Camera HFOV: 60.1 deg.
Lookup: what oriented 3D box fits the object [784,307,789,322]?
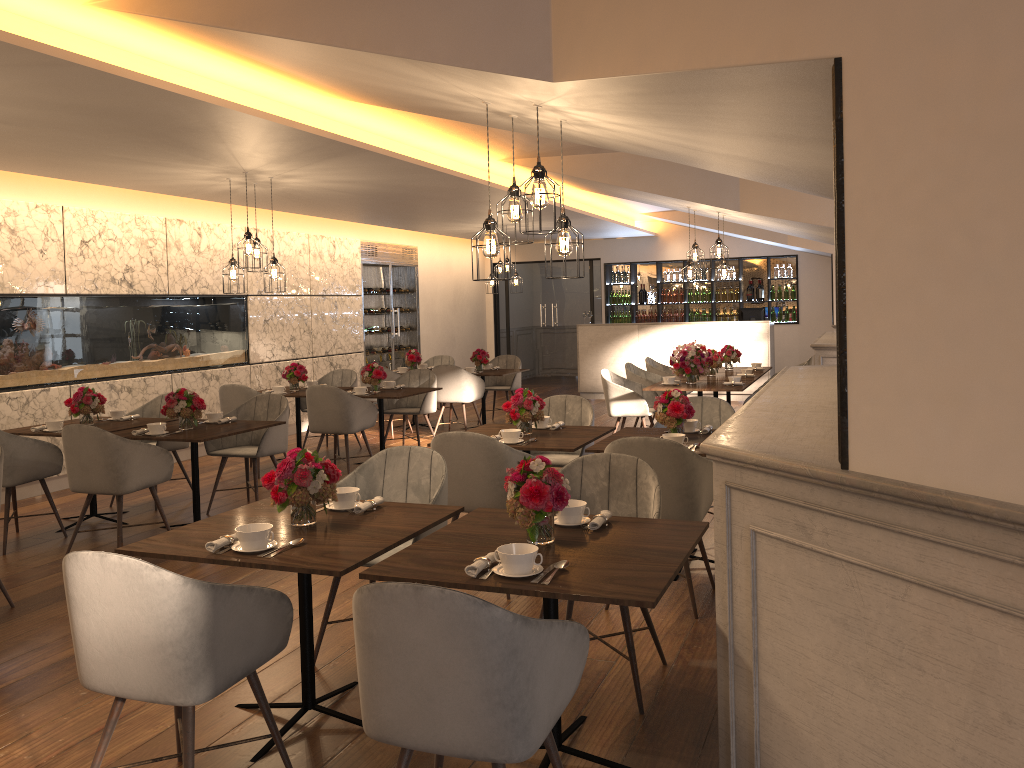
[{"bbox_3d":[4.574,-1.164,14.753,0.065,0.261,0.066,-2,2,0],"label":"object"}]

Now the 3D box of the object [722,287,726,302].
[{"bbox_3d":[3.614,-1.533,15.120,0.065,0.261,0.066,-2,2,0],"label":"object"}]

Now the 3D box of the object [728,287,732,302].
[{"bbox_3d":[3.716,-1.532,15.079,0.065,0.261,0.066,-2,2,0],"label":"object"}]

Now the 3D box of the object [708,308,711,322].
[{"bbox_3d":[3.397,-1.173,15.220,0.065,0.261,0.066,-2,2,0],"label":"object"}]

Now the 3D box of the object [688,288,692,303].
[{"bbox_3d":[3.079,-1.537,15.332,0.065,0.261,0.066,-2,2,0],"label":"object"}]

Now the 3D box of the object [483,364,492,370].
[{"bbox_3d":[-0.308,-0.217,11.187,0.148,0.072,0.148,3,6,44],"label":"object"}]

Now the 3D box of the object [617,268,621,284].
[{"bbox_3d":[1.899,-1.936,15.750,0.075,0.309,0.075,-2,2,-25],"label":"object"}]

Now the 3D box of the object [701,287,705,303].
[{"bbox_3d":[3.284,-1.536,15.250,0.065,0.263,0.066,-2,2,0],"label":"object"}]

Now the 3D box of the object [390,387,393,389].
[{"bbox_3d":[-1.157,0.036,8.828,0.025,0.024,0.193,0,5,22],"label":"object"}]

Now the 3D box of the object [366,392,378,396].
[{"bbox_3d":[-1.306,0.094,8.264,0.043,0.015,0.198,0,5,18],"label":"object"}]

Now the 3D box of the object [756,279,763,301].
[{"bbox_3d":[4.156,-1.577,14.875,0.104,0.358,0.104,-3,3,-41],"label":"object"}]

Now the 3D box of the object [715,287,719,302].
[{"bbox_3d":[3.511,-1.534,15.160,0.065,0.261,0.066,-2,2,0],"label":"object"}]

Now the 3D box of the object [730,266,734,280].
[{"bbox_3d":[3.728,-1.886,15.027,0.070,0.235,0.041,-1,2,21],"label":"object"}]

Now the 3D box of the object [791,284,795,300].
[{"bbox_3d":[4.667,-1.525,14.702,0.065,0.261,0.066,-2,2,0],"label":"object"}]

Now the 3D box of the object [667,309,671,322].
[{"bbox_3d":[2.743,-1.177,15.480,0.065,0.261,0.066,-2,2,0],"label":"object"}]

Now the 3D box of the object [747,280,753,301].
[{"bbox_3d":[4.011,-1.576,14.936,0.104,0.359,0.104,-2,2,-16],"label":"object"}]

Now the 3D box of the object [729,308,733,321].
[{"bbox_3d":[3.726,-1.170,15.089,0.065,0.261,0.066,-2,2,0],"label":"object"}]

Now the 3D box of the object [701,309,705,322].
[{"bbox_3d":[3.294,-1.173,15.261,0.065,0.261,0.066,-2,2,0],"label":"object"}]

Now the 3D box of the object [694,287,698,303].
[{"bbox_3d":[3.182,-1.537,15.291,0.065,0.263,0.066,-2,2,0],"label":"object"}]

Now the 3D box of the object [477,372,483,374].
[{"bbox_3d":[-0.386,-0.134,10.585,0.043,0.015,0.198,0,5,18],"label":"object"}]

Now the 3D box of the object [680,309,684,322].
[{"bbox_3d":[2.948,-1.176,15.398,0.065,0.261,0.066,-2,2,0],"label":"object"}]

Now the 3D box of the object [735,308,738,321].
[{"bbox_3d":[3.829,-1.170,15.049,0.065,0.261,0.066,-2,2,0],"label":"object"}]

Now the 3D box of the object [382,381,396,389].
[{"bbox_3d":[-1.228,0.010,8.866,0.148,0.072,0.148,-4,5,-26],"label":"object"}]

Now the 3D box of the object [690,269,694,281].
[{"bbox_3d":[3.100,-1.928,15.274,0.075,0.309,0.075,-3,2,-36],"label":"object"}]

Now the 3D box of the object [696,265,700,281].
[{"bbox_3d":[3.197,-1.927,15.235,0.075,0.309,0.075,0,2,32],"label":"object"}]

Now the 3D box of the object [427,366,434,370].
[{"bbox_3d":[-1.056,-0.206,11.484,0.056,0.039,0.176,0,5,22],"label":"object"}]

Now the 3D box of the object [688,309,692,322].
[{"bbox_3d":[3.089,-1.175,15.342,0.065,0.261,0.066,-2,2,0],"label":"object"}]

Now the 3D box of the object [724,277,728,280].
[{"bbox_3d":[3.635,-1.886,15.064,0.070,0.235,0.041,-1,2,21],"label":"object"}]

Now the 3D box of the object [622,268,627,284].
[{"bbox_3d":[1.996,-1.936,15.712,0.075,0.309,0.075,-2,2,-21],"label":"object"}]

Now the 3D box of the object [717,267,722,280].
[{"bbox_3d":[3.541,-1.887,15.101,0.070,0.235,0.041,-1,2,21],"label":"object"}]

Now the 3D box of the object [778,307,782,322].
[{"bbox_3d":[4.472,-1.165,14.794,0.065,0.261,0.066,-2,2,0],"label":"object"}]

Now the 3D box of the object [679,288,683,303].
[{"bbox_3d":[2.938,-1.538,15.388,0.065,0.261,0.066,-2,2,0],"label":"object"}]

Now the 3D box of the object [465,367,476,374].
[{"bbox_3d":[-0.499,-0.162,10.608,0.148,0.072,0.148,-4,5,-26],"label":"object"}]

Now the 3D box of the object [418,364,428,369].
[{"bbox_3d":[-1.162,-0.223,11.526,0.148,0.072,0.148,3,6,44],"label":"object"}]

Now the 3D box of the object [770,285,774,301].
[{"bbox_3d":[4.359,-1.529,14.824,0.065,0.263,0.066,-2,2,0],"label":"object"}]

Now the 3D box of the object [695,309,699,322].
[{"bbox_3d":[3.192,-1.174,15.302,0.065,0.261,0.066,-2,2,0],"label":"object"}]

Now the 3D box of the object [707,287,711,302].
[{"bbox_3d":[3.387,-1.535,15.209,0.065,0.263,0.066,-2,2,0],"label":"object"}]

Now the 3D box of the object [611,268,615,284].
[{"bbox_3d":[1.802,-1.937,15.789,0.075,0.309,0.075,-3,3,-43],"label":"object"}]

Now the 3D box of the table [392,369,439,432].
[{"bbox_3d":[-1.242,0.202,11.236,0.896,0.719,0.899,0,4,22],"label":"table"}]

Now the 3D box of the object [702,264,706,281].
[{"bbox_3d":[3.294,-1.927,15.197,0.075,0.309,0.075,0,2,32],"label":"object"}]

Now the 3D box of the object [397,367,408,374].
[{"bbox_3d":[-1.353,-0.168,10.947,0.148,0.072,0.148,-4,5,-26],"label":"object"}]

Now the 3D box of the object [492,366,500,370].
[{"bbox_3d":[-0.202,-0.200,11.146,0.056,0.039,0.176,0,5,22],"label":"object"}]

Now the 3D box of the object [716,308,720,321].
[{"bbox_3d":[3.521,-1.172,15.171,0.065,0.261,0.066,-2,2,0],"label":"object"}]

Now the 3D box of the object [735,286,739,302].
[{"bbox_3d":[3.819,-1.531,15.038,0.065,0.261,0.066,-2,2,0],"label":"object"}]

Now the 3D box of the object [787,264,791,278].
[{"bbox_3d":[4.595,-1.880,14.683,0.070,0.235,0.041,-1,2,21],"label":"object"}]

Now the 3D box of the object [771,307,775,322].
[{"bbox_3d":[4.369,-1.167,14.834,0.065,0.263,0.066,-2,2,0],"label":"object"}]

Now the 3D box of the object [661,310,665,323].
[{"bbox_3d":[2.640,-1.178,15.520,0.065,0.261,0.066,-2,2,0],"label":"object"}]

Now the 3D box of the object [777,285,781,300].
[{"bbox_3d":[4.462,-1.527,14.783,0.065,0.261,0.066,-2,2,0],"label":"object"}]

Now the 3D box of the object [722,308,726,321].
[{"bbox_3d":[3.624,-1.171,15.130,0.065,0.261,0.066,-2,2,0],"label":"object"}]

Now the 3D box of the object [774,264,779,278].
[{"bbox_3d":[4.408,-1.881,14.757,0.070,0.235,0.041,-1,2,21],"label":"object"}]

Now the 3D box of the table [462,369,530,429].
[{"bbox_3d":[-0.350,0.208,10.883,0.896,0.719,0.899,0,4,22],"label":"table"}]

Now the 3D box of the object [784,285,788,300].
[{"bbox_3d":[4.564,-1.526,14.742,0.065,0.261,0.066,-2,2,0],"label":"object"}]

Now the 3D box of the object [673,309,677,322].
[{"bbox_3d":[2.846,-1.177,15.439,0.065,0.261,0.066,-2,2,0],"label":"object"}]

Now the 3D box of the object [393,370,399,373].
[{"bbox_3d":[-1.459,-0.151,10.989,0.056,0.039,0.176,0,5,22],"label":"object"}]

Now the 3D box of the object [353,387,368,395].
[{"bbox_3d":[-1.419,0.066,8.287,0.148,0.072,0.148,-4,5,-26],"label":"object"}]

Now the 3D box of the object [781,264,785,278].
[{"bbox_3d":[4.502,-1.880,14.720,0.070,0.235,0.041,-1,2,21],"label":"object"}]
